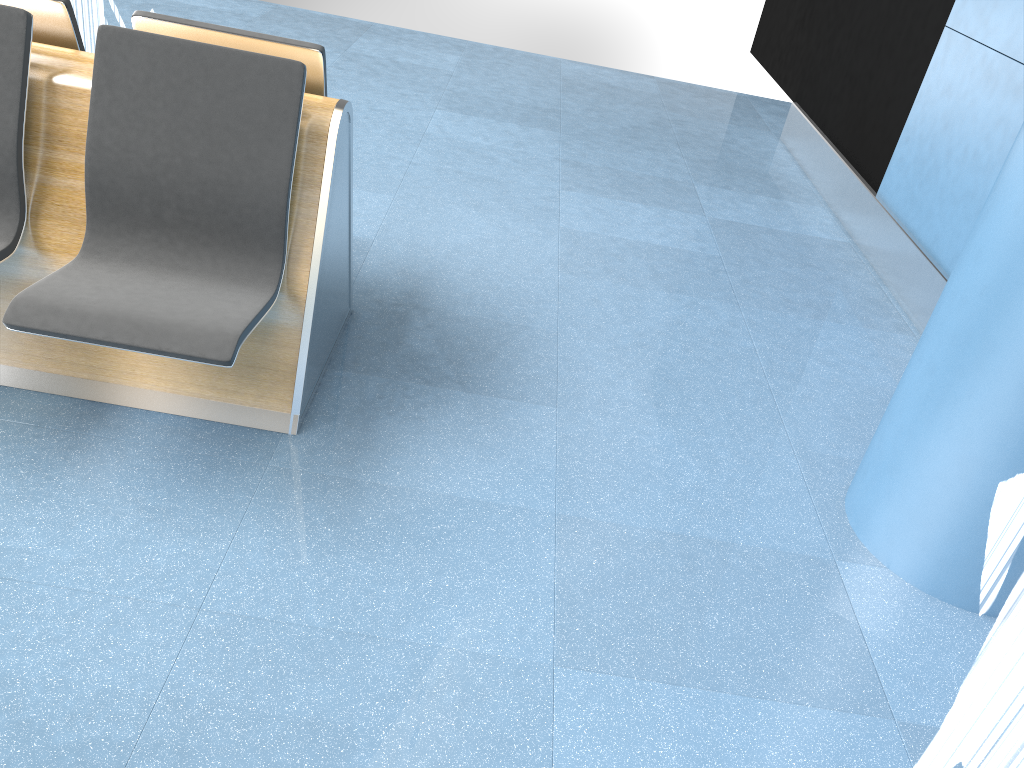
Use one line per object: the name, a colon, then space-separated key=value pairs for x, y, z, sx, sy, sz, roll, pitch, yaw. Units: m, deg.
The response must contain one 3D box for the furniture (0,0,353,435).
furniture: x=-1.600 y=-0.625 z=2.378 sx=2.281 sy=0.896 sz=1.301 roll=10 pitch=32 yaw=-3
